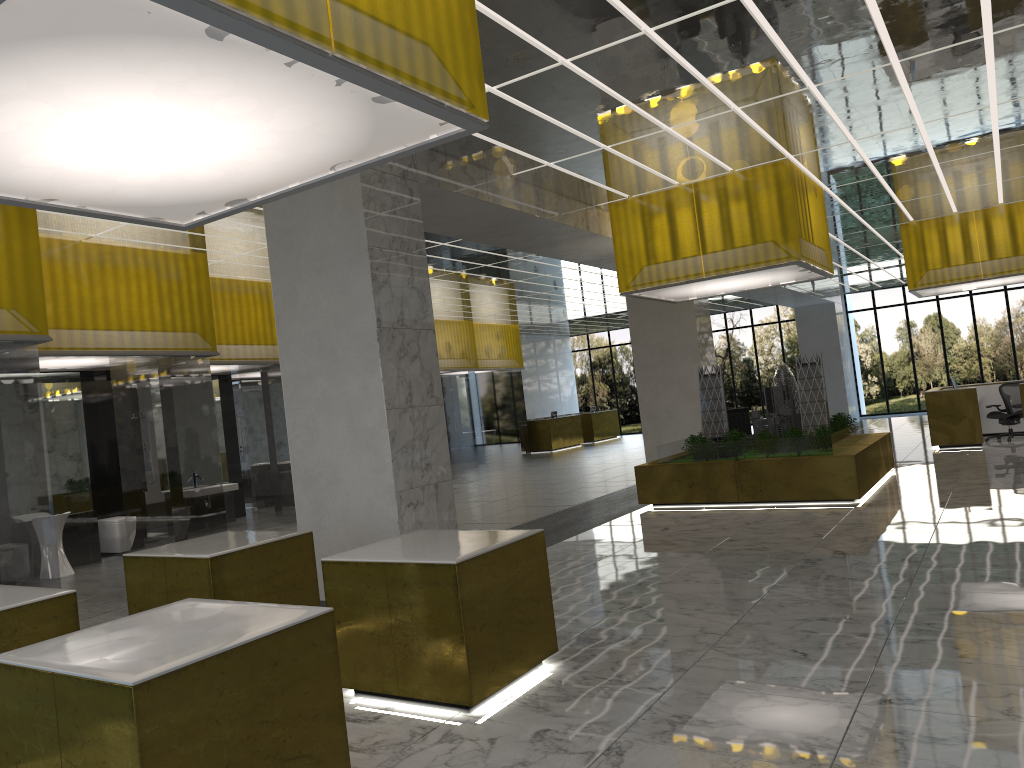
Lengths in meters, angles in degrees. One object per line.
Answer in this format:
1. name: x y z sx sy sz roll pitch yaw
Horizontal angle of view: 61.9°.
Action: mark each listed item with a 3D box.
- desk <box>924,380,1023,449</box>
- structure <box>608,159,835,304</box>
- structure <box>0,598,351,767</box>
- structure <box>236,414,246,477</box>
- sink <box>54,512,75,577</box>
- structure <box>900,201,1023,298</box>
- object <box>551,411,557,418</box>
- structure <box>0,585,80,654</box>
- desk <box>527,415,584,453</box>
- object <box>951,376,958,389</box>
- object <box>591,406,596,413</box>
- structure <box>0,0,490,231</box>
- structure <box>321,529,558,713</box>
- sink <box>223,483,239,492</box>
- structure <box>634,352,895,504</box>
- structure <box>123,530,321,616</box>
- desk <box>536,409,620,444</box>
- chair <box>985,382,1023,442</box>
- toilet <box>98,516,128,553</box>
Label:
1. desk: 12.917 0.730 22.390 3.401 1.509 3.288 -7 -2 33
2. structure: 4.096 -3.034 16.652 3.441 2.270 3.063 -7 -2 33
3. structure: -1.934 2.018 4.925 1.443 1.174 1.363 -7 -2 33
4. structure: -8.102 1.827 25.120 0.237 1.854 0.429 -7 -2 23
5. sink: -8.510 2.990 15.875 0.772 1.460 0.639 -8 -2 33
6. structure: 12.358 -3.749 22.593 3.440 2.270 2.943 -7 -2 33
7. object: 1.882 1.649 40.650 0.582 0.668 0.708 -7 -2 32
8. structure: -4.335 2.315 6.601 1.443 1.174 1.363 -7 -2 33
9. desk: 1.203 2.458 41.179 3.401 1.509 3.288 -7 -2 33
10. object: 12.069 0.111 22.972 0.582 0.668 0.708 -7 -2 32
11. object: 4.182 1.509 44.571 0.582 0.668 0.708 -7 -2 32
12. structure: -2.462 -2.636 5.470 3.440 2.270 3.062 -7 -2 33
13. structure: -0.584 1.936 7.225 1.443 1.174 1.363 -7 -2 33
14. sink: -7.556 2.551 21.032 0.925 1.053 1.309 -7 -2 32
15. structure: 5.203 0.782 17.515 4.093 2.572 4.859 -7 -2 32
16. structure: -2.988 2.233 8.897 1.443 1.174 1.363 -7 -2 33
17. desk: 3.482 2.320 45.066 3.401 1.509 3.288 -7 -2 33
18. chair: 12.959 0.715 22.195 0.983 1.494 1.179 -5 -2 -34
19. toilet: -8.231 3.143 17.784 0.888 0.694 0.482 -7 -2 34
